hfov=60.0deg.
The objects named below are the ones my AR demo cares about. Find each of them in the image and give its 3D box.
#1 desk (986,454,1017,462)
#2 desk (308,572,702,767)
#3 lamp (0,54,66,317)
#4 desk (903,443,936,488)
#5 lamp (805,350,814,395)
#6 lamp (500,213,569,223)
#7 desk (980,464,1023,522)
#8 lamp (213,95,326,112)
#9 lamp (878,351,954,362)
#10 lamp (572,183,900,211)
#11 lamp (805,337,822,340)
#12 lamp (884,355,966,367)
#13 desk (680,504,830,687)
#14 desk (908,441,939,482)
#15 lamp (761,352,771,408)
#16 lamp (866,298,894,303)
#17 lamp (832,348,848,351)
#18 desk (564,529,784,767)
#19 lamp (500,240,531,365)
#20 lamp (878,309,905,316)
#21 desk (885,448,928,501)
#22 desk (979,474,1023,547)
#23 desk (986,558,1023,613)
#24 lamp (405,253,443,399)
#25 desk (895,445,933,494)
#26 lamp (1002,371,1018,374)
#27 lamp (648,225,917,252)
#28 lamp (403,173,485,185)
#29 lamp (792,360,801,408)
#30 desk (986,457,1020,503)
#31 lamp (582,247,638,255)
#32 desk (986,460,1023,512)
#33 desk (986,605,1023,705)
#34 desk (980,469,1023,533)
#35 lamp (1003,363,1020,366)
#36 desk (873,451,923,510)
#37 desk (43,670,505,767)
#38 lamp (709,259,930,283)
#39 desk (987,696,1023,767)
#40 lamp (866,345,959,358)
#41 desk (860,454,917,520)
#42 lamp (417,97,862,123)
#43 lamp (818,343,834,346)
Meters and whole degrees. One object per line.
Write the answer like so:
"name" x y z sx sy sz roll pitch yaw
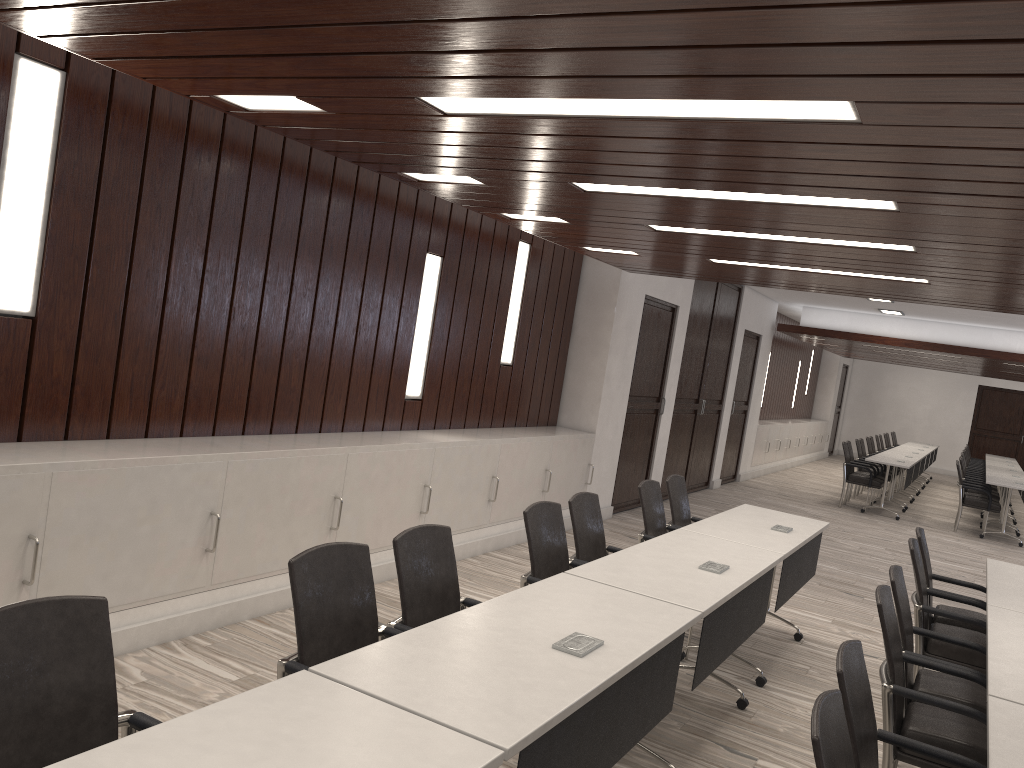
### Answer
"desk" 10.412 1.959 19.011 0.577 0.795 1.509 10 3 28
"desk" 0.037 1.156 2.763 0.577 0.795 1.509 10 3 28
"lamp" -2.086 -0.824 3.743 0.094 1.058 0.236 10 3 28
"desk" 8.376 1.673 18.381 0.577 0.795 1.509 10 3 28
"lamp" 6.773 -0.275 20.335 0.094 1.058 0.236 10 3 28
"lamp" 0.149 -1.104 5.770 0.464 0.045 0.236 10 3 28
"desk" 8.260 1.825 14.981 0.577 0.795 1.509 10 3 28
"lamp" -0.990 -1.175 3.636 0.464 0.045 0.236 10 3 28
"lamp" 7.140 -0.509 15.623 1.496 0.045 0.236 10 3 28
"lamp" 0.974 -0.891 4.075 1.496 0.045 0.236 10 3 28
"lamp" 5.072 -0.800 14.990 0.464 0.045 0.236 10 3 28
"lamp" 7.761 -0.470 16.787 1.496 0.045 0.236 10 3 28
"desk" 1.472 1.245 5.451 0.577 0.795 1.509 10 3 28
"desk" 9.093 1.717 19.724 0.577 0.795 1.509 10 3 28
"lamp" 4.653 -0.089 16.472 0.094 1.058 0.236 10 3 28
"lamp" 4.773 -1.155 11.508 0.324 0.120 0.519 10 3 28
"lamp" 6.419 -0.716 17.512 0.464 0.045 0.236 10 3 28
"desk" 0.755 1.201 4.108 0.577 0.795 1.509 10 3 28
"lamp" -0.014 -0.696 7.623 0.094 1.058 0.236 10 3 28
"lamp" 5.579 -1.105 13.017 0.324 0.120 0.519 10 3 28
"desk" 6.941 1.584 15.693 0.577 0.795 1.509 10 3 28
"desk" 6.831 1.737 12.303 0.577 0.795 1.509 10 3 28
"desk" 2.792 1.487 4.738 0.577 0.795 1.509 10 3 28
"lamp" -0.685 -0.420 6.475 0.094 1.058 0.236 10 3 28
"desk" 7.658 1.628 17.036 0.577 0.795 1.509 10 3 28
"lamp" 9.552 -0.142 15.821 1.496 0.045 0.236 10 3 28
"lamp" 1.492 -0.858 5.045 1.496 0.045 0.236 10 3 28
"lamp" -0.369 -1.136 4.800 0.464 0.045 0.236 10 3 28
"lamp" 6.103 0.000 19.187 0.094 1.058 0.236 10 3 28
"desk" 9.695 1.914 17.669 0.577 0.795 1.509 10 3 28
"lamp" 0.771 -1.066 6.934 0.464 0.045 0.236 10 3 28
"desk" 8.977 1.870 16.323 0.577 0.795 1.509 10 3 28
"desk" 2.075 1.442 3.396 0.577 0.795 1.509 10 3 28
"desk" 7.548 1.781 13.646 0.577 0.795 1.509 10 3 28
"lamp" 8.205 -0.226 13.299 1.496 0.045 0.236 10 3 28
"desk" 6.228 1.540 14.359 0.577 0.795 1.509 10 3 28
"desk" -0.680 1.112 1.420 0.577 0.795 1.509 10 3 28
"lamp" 2.114 -0.820 6.209 1.496 0.045 0.236 10 3 28
"desk" 1.357 1.398 2.050 0.577 0.795 1.509 10 3 28
"lamp" 6.415 -0.554 14.265 1.496 0.045 0.236 10 3 28
"desk" 5.511 1.495 13.016 0.577 0.795 1.509 10 3 28
"lamp" 5.589 -0.583 7.165 14.296 0.552 1.469 7 4 -39
"lamp" 5.797 -0.755 16.348 0.464 0.045 0.236 10 3 28
